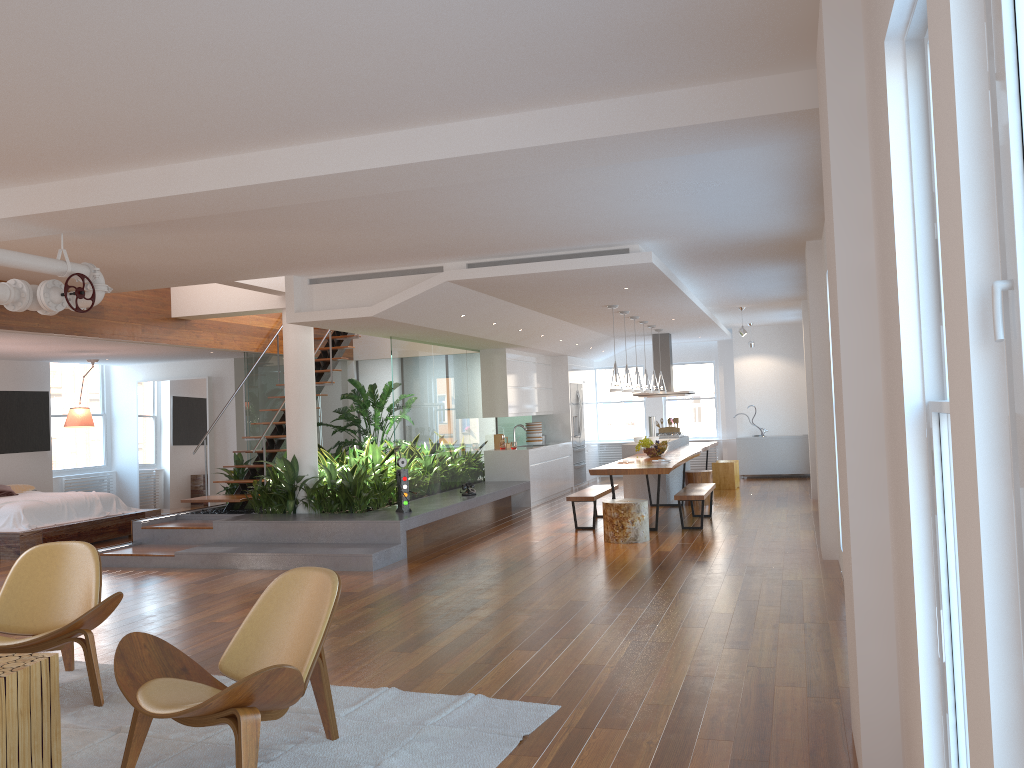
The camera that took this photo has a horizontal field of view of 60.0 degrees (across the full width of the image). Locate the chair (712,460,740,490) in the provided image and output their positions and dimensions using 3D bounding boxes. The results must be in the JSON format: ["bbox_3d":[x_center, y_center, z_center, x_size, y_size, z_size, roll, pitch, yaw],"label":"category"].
[{"bbox_3d":[3.385,1.438,14.033,0.344,0.430,0.549,-3,-2,22],"label":"chair"}]

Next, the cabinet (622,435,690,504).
[{"bbox_3d":[2.276,1.273,13.665,0.597,0.832,2.936,-3,-2,18],"label":"cabinet"}]

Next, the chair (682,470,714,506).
[{"bbox_3d":[2.515,1.405,11.986,0.396,0.455,0.402,-3,-2,8],"label":"chair"}]

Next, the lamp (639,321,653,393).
[{"bbox_3d":[1.835,-0.405,12.232,0.160,1.060,0.160,-4,-2,45],"label":"lamp"}]

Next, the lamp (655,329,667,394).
[{"bbox_3d":[2.274,-0.381,13.610,0.160,1.060,0.160,-4,-2,45],"label":"lamp"}]

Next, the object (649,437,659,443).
[{"bbox_3d":[2.023,0.795,12.621,0.152,0.082,0.152,-2,-2,-22],"label":"object"}]

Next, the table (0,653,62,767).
[{"bbox_3d":[-2.005,1.292,3.140,0.548,0.534,0.489,-3,-2,6],"label":"table"}]

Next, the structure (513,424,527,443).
[{"bbox_3d":[0.138,0.897,13.920,0.248,0.536,0.115,-3,-2,18],"label":"structure"}]

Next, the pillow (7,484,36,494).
[{"bbox_3d":[-6.633,1.382,10.997,0.467,0.212,1.410,-3,-2,16],"label":"pillow"}]

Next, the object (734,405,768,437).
[{"bbox_3d":[4.260,0.657,15.780,0.590,0.563,0.210,-2,-2,-11],"label":"object"}]

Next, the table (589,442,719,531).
[{"bbox_3d":[2.172,1.297,12.232,0.893,0.704,5.996,-3,-2,18],"label":"table"}]

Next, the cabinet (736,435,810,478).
[{"bbox_3d":[4.666,1.282,15.686,1.309,0.725,0.420,-3,-2,18],"label":"cabinet"}]

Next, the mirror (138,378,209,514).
[{"bbox_3d":[-5.228,0.966,13.662,1.267,2.044,0.049,-3,-2,18],"label":"mirror"}]

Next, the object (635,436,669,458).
[{"bbox_3d":[1.798,0.798,11.308,0.394,0.284,0.292,-2,-2,-18],"label":"object"}]

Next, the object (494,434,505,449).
[{"bbox_3d":[-0.189,0.859,13.243,0.104,0.222,0.200,-3,-2,18],"label":"object"}]

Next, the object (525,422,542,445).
[{"bbox_3d":[0.357,0.808,14.434,0.267,0.356,0.266,-4,-2,43],"label":"object"}]

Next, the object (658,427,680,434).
[{"bbox_3d":[2.659,0.802,14.984,0.353,0.157,0.084,-3,-2,18],"label":"object"}]

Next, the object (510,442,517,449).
[{"bbox_3d":[0.024,0.892,12.841,0.094,0.106,0.094,-3,-2,23],"label":"object"}]

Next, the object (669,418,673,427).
[{"bbox_3d":[2.686,0.722,14.967,0.057,0.299,0.019,-3,-2,18],"label":"object"}]

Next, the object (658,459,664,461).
[{"bbox_3d":[1.725,0.888,10.242,0.070,0.030,0.079,-1,-2,-29],"label":"object"}]

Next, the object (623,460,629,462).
[{"bbox_3d":[1.338,0.909,10.415,0.070,0.030,0.079,-2,-2,-19],"label":"object"}]

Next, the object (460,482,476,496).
[{"bbox_3d":[-0.541,1.269,10.732,0.216,0.155,0.181,-2,-2,-18],"label":"object"}]

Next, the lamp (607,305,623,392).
[{"bbox_3d":[1.175,-0.441,10.166,0.160,1.060,0.160,-4,-2,45],"label":"lamp"}]

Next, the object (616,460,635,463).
[{"bbox_3d":[1.339,0.915,10.415,0.222,0.020,0.222,-1,-2,-32],"label":"object"}]

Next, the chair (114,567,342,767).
[{"bbox_3d":[-1.036,1.148,3.343,0.867,0.752,0.856,-2,-2,-22],"label":"chair"}]

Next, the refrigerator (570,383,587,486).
[{"bbox_3d":[0.884,0.894,15.516,0.725,1.772,0.908,-3,-2,18],"label":"refrigerator"}]

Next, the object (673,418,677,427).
[{"bbox_3d":[2.747,0.719,14.950,0.068,0.298,0.039,-3,-2,18],"label":"object"}]

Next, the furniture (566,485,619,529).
[{"bbox_3d":[0.979,1.454,10.505,0.316,0.389,1.433,-3,-2,18],"label":"furniture"}]

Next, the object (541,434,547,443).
[{"bbox_3d":[0.446,0.898,14.809,0.284,0.196,0.265,-1,-2,-30],"label":"object"}]

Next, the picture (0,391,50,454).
[{"bbox_3d":[-7.095,0.507,11.328,0.001,0.854,2.969,-3,-2,18],"label":"picture"}]

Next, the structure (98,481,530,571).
[{"bbox_3d":[-1.853,1.601,10.961,3.088,0.386,5.584,-3,-2,18],"label":"structure"}]

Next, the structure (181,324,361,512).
[{"bbox_3d":[-1.940,-0.461,11.720,2.552,4.265,4.591,-3,-2,18],"label":"structure"}]

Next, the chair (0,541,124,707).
[{"bbox_3d":[-2.390,1.241,4.526,0.856,0.752,0.867,-3,-2,23],"label":"chair"}]

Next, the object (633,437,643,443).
[{"bbox_3d":[1.823,0.809,12.815,0.152,0.082,0.152,-1,-2,-33],"label":"object"}]

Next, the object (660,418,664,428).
[{"bbox_3d":[2.546,0.728,15.033,0.055,0.299,0.027,-3,-2,18],"label":"object"}]

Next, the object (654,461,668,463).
[{"bbox_3d":[1.706,0.891,10.136,0.158,0.017,0.019,-3,-2,13],"label":"object"}]

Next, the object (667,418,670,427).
[{"bbox_3d":[2.659,0.723,14.996,0.061,0.299,0.040,-3,-2,15],"label":"object"}]

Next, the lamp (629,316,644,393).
[{"bbox_3d":[1.615,-0.417,11.544,0.160,1.060,0.160,-4,-2,45],"label":"lamp"}]

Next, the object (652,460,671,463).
[{"bbox_3d":[1.726,0.894,10.241,0.222,0.020,0.222,-3,-2,10],"label":"object"}]

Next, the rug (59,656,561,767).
[{"bbox_3d":[-2.052,1.518,3.126,3.525,0.057,3.478,-3,-2,22],"label":"rug"}]

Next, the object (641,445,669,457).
[{"bbox_3d":[1.821,0.859,11.285,0.360,0.159,0.360,-2,-2,-19],"label":"object"}]

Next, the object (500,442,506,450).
[{"bbox_3d":[-0.134,0.902,12.940,0.094,0.106,0.094,-3,-2,23],"label":"object"}]

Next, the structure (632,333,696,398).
[{"bbox_3d":[2.477,-0.492,14.569,0.909,1.405,0.900,-3,-2,18],"label":"structure"}]

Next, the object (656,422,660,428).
[{"bbox_3d":[2.511,0.748,15.041,0.199,0.259,0.016,-3,-2,28],"label":"object"}]

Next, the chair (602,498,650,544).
[{"bbox_3d":[1.161,1.392,9.043,0.460,0.400,0.460,-3,-2,28],"label":"chair"}]

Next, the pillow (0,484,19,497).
[{"bbox_3d":[-6.417,1.299,10.911,0.534,0.185,0.372,-1,-2,-43],"label":"pillow"}]

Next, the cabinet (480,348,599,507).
[{"bbox_3d":[0.598,0.670,14.832,0.676,2.280,4.565,-3,-2,18],"label":"cabinet"}]

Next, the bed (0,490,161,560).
[{"bbox_3d":[-6.006,1.652,10.841,2.314,0.595,2.207,-3,-2,18],"label":"bed"}]

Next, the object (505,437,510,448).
[{"bbox_3d":[-0.099,0.888,13.474,0.100,0.170,0.173,-3,-2,19],"label":"object"}]

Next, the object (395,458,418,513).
[{"bbox_3d":[-1.086,1.040,9.108,0.134,0.565,0.318,-1,-2,-36],"label":"object"}]

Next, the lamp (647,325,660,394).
[{"bbox_3d":[2.055,-0.393,12.921,0.160,1.060,0.160,-4,-2,45],"label":"lamp"}]

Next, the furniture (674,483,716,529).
[{"bbox_3d":[2.114,1.396,10.144,0.316,0.389,1.433,-3,-2,18],"label":"furniture"}]

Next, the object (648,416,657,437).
[{"bbox_3d":[2.257,0.696,14.166,0.172,0.356,0.120,-2,-2,-24],"label":"object"}]

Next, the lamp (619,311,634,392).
[{"bbox_3d":[1.395,-0.429,10.855,0.160,1.060,0.160,-4,-2,45],"label":"lamp"}]

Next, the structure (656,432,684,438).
[{"bbox_3d":[2.538,0.838,14.555,0.520,0.073,0.650,-3,-2,18],"label":"structure"}]

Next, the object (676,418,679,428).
[{"bbox_3d":[2.788,0.718,14.956,0.057,0.294,0.030,-3,-2,18],"label":"object"}]
